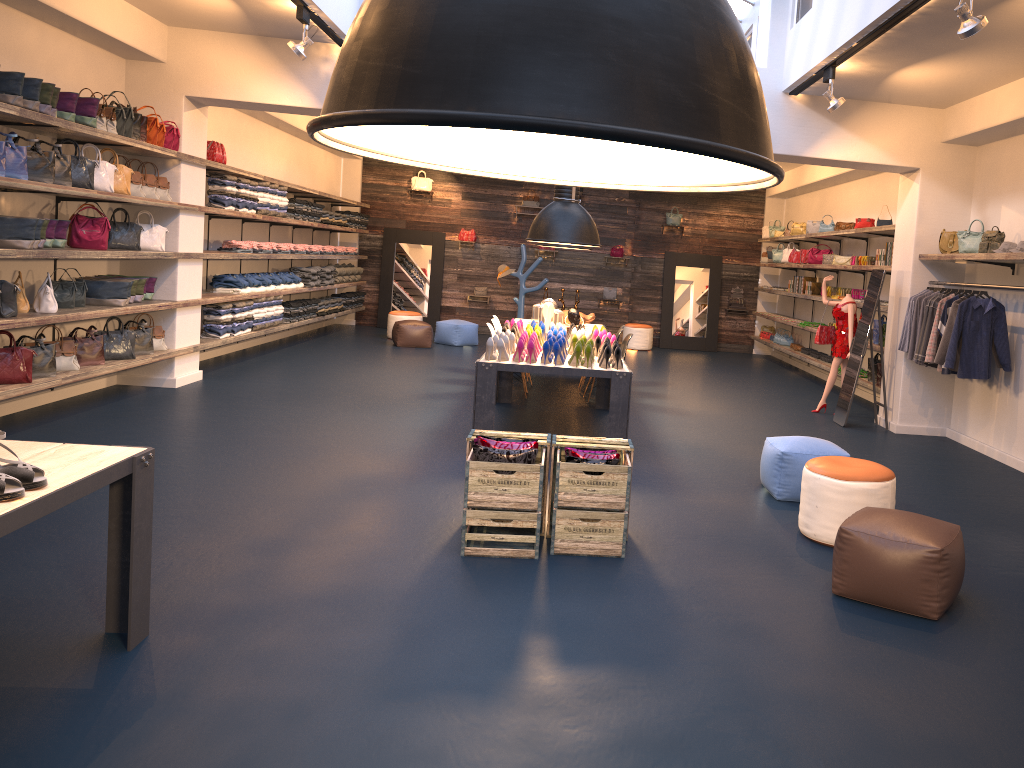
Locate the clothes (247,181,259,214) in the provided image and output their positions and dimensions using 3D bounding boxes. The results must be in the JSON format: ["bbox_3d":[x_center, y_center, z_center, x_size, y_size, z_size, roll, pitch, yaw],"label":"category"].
[{"bbox_3d":[-3.214,-2.255,10.424,0.251,0.408,0.324,5,6,6],"label":"clothes"}]

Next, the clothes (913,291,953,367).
[{"bbox_3d":[4.446,-0.565,8.979,0.542,0.797,0.185,3,4,-10],"label":"clothes"}]

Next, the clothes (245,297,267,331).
[{"bbox_3d":[-3.268,-0.895,10.894,0.262,0.453,0.344,5,6,12],"label":"clothes"}]

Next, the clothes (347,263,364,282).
[{"bbox_3d":[-2.956,-2.067,16.047,0.334,0.340,0.399,5,7,6],"label":"clothes"}]

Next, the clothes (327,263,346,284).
[{"bbox_3d":[-3.037,-1.879,14.730,0.334,0.340,0.399,5,7,6],"label":"clothes"}]

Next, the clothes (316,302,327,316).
[{"bbox_3d":[-3.158,-1.203,13.652,0.409,0.250,0.356,5,7,8],"label":"clothes"}]

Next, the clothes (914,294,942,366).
[{"bbox_3d":[4.426,-0.536,8.827,0.663,0.750,0.127,4,4,-4],"label":"clothes"}]

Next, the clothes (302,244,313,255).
[{"bbox_3d":[-3.164,-2.026,13.031,0.326,0.154,0.347,4,8,-6],"label":"clothes"}]

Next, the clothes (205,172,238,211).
[{"bbox_3d":[-3.256,-2.158,9.749,0.251,0.408,0.324,5,6,6],"label":"clothes"}]

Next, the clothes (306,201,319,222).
[{"bbox_3d":[-3.057,-2.533,12.739,0.356,0.297,0.305,4,6,-2],"label":"clothes"}]

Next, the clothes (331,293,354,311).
[{"bbox_3d":[-2.984,-1.447,15.240,0.371,0.297,0.328,4,6,1],"label":"clothes"}]

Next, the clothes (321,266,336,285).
[{"bbox_3d":[-3.053,-1.762,14.055,0.405,0.316,0.347,3,7,-15],"label":"clothes"}]

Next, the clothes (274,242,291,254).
[{"bbox_3d":[-3.253,-1.871,11.980,0.337,0.158,0.334,7,8,19],"label":"clothes"}]

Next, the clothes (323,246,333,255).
[{"bbox_3d":[-3.119,-2.181,14.148,0.337,0.158,0.334,7,8,19],"label":"clothes"}]

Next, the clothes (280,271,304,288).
[{"bbox_3d":[-3.248,-1.497,12.448,0.429,0.239,0.427,4,7,-2],"label":"clothes"}]

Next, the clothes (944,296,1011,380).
[{"bbox_3d":[4.401,-0.435,8.165,0.686,0.792,0.173,4,4,-6],"label":"clothes"}]

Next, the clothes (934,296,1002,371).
[{"bbox_3d":[4.412,-0.467,8.323,0.716,0.731,0.170,4,4,-7],"label":"clothes"}]

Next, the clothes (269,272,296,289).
[{"bbox_3d":[-3.274,-1.440,12.049,0.410,0.239,0.446,6,8,14],"label":"clothes"}]

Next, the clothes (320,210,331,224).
[{"bbox_3d":[-3.072,-2.633,13.554,0.409,0.250,0.356,5,7,8],"label":"clothes"}]

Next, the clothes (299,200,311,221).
[{"bbox_3d":[-3.077,-2.486,12.414,0.379,0.297,0.311,3,6,-13],"label":"clothes"}]

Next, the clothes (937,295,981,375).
[{"bbox_3d":[4.417,-0.474,8.490,0.571,0.790,0.122,4,4,-4],"label":"clothes"}]

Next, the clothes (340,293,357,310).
[{"bbox_3d":[-2.975,-1.494,15.564,0.379,0.297,0.311,3,6,-13],"label":"clothes"}]

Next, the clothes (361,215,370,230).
[{"bbox_3d":[-2.849,-3.017,16.117,0.349,0.297,0.311,5,6,5],"label":"clothes"}]

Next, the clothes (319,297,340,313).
[{"bbox_3d":[-3.108,-1.319,14.460,0.409,0.250,0.356,5,7,8],"label":"clothes"}]

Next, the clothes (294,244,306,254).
[{"bbox_3d":[-3.208,-1.973,12.697,0.337,0.158,0.334,7,8,19],"label":"clothes"}]

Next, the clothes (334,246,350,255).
[{"bbox_3d":[-3.028,-2.342,15.239,0.326,0.154,0.347,4,8,-6],"label":"clothes"}]

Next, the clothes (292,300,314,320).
[{"bbox_3d":[-3.143,-1.103,12.837,0.356,0.297,0.305,4,6,-2],"label":"clothes"}]

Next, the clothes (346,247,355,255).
[{"bbox_3d":[-3.028,-2.392,15.622,0.337,0.158,0.334,7,8,19],"label":"clothes"}]

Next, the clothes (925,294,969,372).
[{"bbox_3d":[4.426,-0.498,8.599,0.686,0.792,0.173,4,4,-6],"label":"clothes"}]

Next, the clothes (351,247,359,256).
[{"bbox_3d":[-2.984,-2.445,15.956,0.326,0.154,0.347,4,8,-6],"label":"clothes"}]

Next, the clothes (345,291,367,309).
[{"bbox_3d":[-2.948,-1.564,16.055,0.366,0.297,0.650,5,8,3],"label":"clothes"}]

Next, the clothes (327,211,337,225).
[{"bbox_3d":[-3.046,-2.689,13.948,0.423,0.250,0.344,4,7,-4],"label":"clothes"}]

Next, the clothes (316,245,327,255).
[{"bbox_3d":[-3.119,-2.131,13.765,0.326,0.154,0.347,4,8,-6],"label":"clothes"}]

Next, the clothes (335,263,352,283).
[{"bbox_3d":[-3.010,-1.942,15.169,0.334,0.340,0.399,5,7,6],"label":"clothes"}]

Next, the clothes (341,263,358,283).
[{"bbox_3d":[-2.983,-2.004,15.608,0.334,0.340,0.399,5,7,6],"label":"clothes"}]

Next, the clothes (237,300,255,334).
[{"bbox_3d":[-3.300,-0.826,10.522,0.251,0.408,0.324,5,6,6],"label":"clothes"}]

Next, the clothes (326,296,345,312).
[{"bbox_3d":[-3.083,-1.375,14.854,0.423,0.250,0.344,4,7,-4],"label":"clothes"}]

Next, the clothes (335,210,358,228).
[{"bbox_3d":[-2.898,-2.876,15.142,0.371,0.297,0.328,4,6,1],"label":"clothes"}]

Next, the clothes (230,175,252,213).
[{"bbox_3d":[-3.208,-2.206,10.098,0.251,0.408,0.324,5,6,6],"label":"clothes"}]

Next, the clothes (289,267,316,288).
[{"bbox_3d":[-3.115,-1.587,12.895,0.387,0.301,0.341,3,7,-13],"label":"clothes"}]

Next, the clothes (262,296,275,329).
[{"bbox_3d":[-3.248,-0.942,11.219,0.262,0.453,0.344,5,6,12],"label":"clothes"}]

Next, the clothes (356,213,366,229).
[{"bbox_3d":[-2.869,-2.970,15.791,0.356,0.297,0.305,4,6,-2],"label":"clothes"}]

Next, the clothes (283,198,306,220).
[{"bbox_3d":[-3.086,-2.439,12.090,0.371,0.297,0.328,4,6,1],"label":"clothes"}]

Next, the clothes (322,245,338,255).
[{"bbox_3d":[-3.075,-2.234,14.482,0.326,0.154,0.347,4,8,-6],"label":"clothes"}]

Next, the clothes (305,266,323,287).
[{"bbox_3d":[-3.101,-1.649,13.270,0.405,0.316,0.347,3,7,-15],"label":"clothes"}]

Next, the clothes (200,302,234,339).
[{"bbox_3d":[-3.342,-0.729,9.847,0.251,0.408,0.324,5,6,6],"label":"clothes"}]

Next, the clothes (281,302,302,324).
[{"bbox_3d":[-3.172,-1.009,12.188,0.371,0.297,0.328,4,6,1],"label":"clothes"}]

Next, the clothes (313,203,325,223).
[{"bbox_3d":[-3.037,-2.579,13.065,0.349,0.297,0.311,5,6,5],"label":"clothes"}]

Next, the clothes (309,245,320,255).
[{"bbox_3d":[-3.163,-2.079,13.431,0.337,0.158,0.334,7,8,19],"label":"clothes"}]

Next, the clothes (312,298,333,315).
[{"bbox_3d":[-3.132,-1.259,14.046,0.423,0.250,0.344,4,7,-4],"label":"clothes"}]

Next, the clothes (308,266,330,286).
[{"bbox_3d":[-3.067,-1.700,13.680,0.387,0.301,0.341,3,7,-13],"label":"clothes"}]

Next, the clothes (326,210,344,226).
[{"bbox_3d":[-3.022,-2.748,14.362,0.409,0.250,0.356,5,7,8],"label":"clothes"}]

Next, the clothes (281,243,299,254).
[{"bbox_3d":[-3.208,-1.923,12.314,0.326,0.154,0.347,4,8,-6],"label":"clothes"}]

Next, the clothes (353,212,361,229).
[{"bbox_3d":[-2.889,-2.923,15.466,0.379,0.297,0.311,3,6,-13],"label":"clothes"}]

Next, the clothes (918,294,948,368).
[{"bbox_3d":[4.420,-0.522,8.729,0.663,0.750,0.127,4,4,-4],"label":"clothes"}]

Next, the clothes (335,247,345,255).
[{"bbox_3d":[-3.072,-2.290,14.905,0.337,0.158,0.334,7,8,19],"label":"clothes"}]

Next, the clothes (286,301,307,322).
[{"bbox_3d":[-3.163,-1.057,12.512,0.379,0.297,0.311,3,6,-13],"label":"clothes"}]

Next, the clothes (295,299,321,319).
[{"bbox_3d":[-3.123,-1.150,13.163,0.349,0.297,0.311,5,6,5],"label":"clothes"}]

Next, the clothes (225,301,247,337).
[{"bbox_3d":[-3.294,-0.777,10.196,0.251,0.408,0.324,5,6,6],"label":"clothes"}]

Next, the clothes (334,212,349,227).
[{"bbox_3d":[-2.997,-2.805,14.756,0.423,0.250,0.344,4,7,-4],"label":"clothes"}]
